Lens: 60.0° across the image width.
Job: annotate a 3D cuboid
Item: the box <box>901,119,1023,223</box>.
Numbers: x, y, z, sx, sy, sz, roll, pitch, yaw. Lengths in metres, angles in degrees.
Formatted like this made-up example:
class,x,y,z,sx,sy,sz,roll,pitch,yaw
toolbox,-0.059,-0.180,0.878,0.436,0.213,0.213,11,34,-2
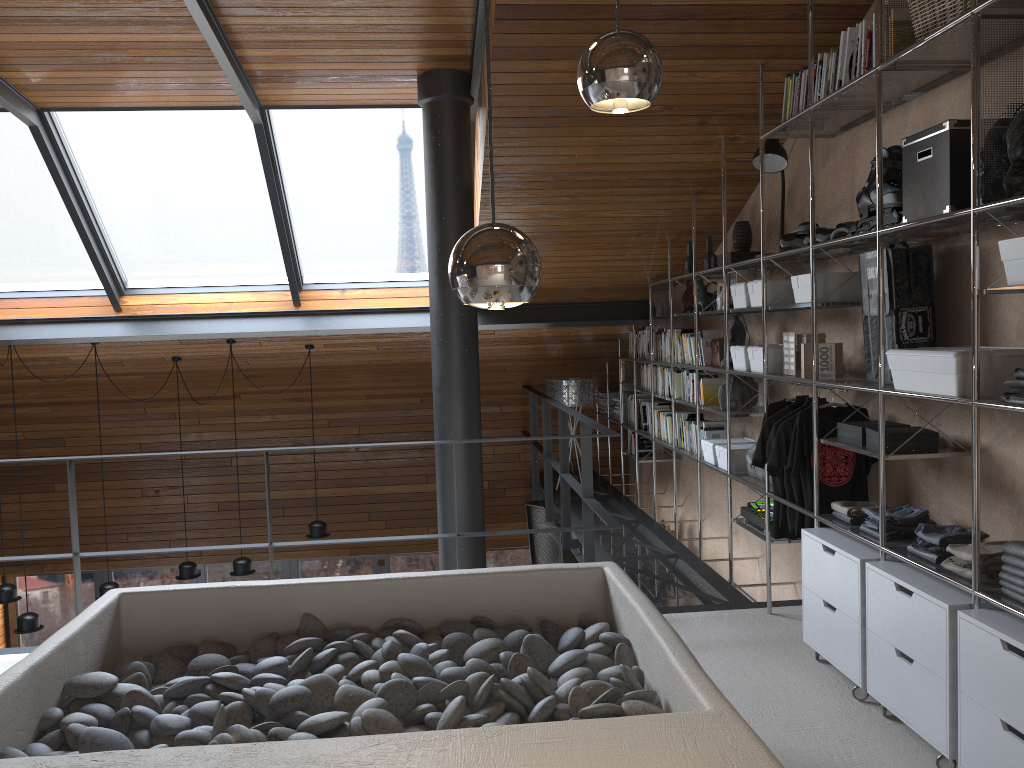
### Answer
class,x,y,z,sx,sy,sz,roll,pitch,yaw
box,1.494,-0.698,2.942,0.266,0.295,0.289,-2,3,-5

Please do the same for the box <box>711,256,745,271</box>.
class,x,y,z,sx,sy,sz,roll,pitch,yaw
box,1.299,-0.721,5.289,0.208,0.079,0.207,-1,3,8

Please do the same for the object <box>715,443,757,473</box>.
class,x,y,z,sx,sy,sz,roll,pitch,yaw
object,1.341,0.422,5.093,0.295,0.136,0.228,-2,3,-5

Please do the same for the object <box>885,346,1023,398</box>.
class,x,y,z,sx,sy,sz,roll,pitch,yaw
object,1.518,-0.046,2.967,0.343,0.147,0.445,-2,3,-5

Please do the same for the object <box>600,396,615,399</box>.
class,x,y,z,sx,sy,sz,roll,pitch,yaw
object,1.001,0.123,8.746,0.233,0.021,0.174,-2,3,-5

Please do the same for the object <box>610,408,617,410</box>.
class,x,y,z,sx,sy,sz,roll,pitch,yaw
object,1.042,0.231,8.473,0.228,0.016,0.182,-2,3,-5

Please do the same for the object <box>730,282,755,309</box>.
class,x,y,z,sx,sy,sz,roll,pitch,yaw
object,1.344,-0.476,4.742,0.295,0.136,0.228,-2,3,-5

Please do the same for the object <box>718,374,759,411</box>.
class,x,y,z,sx,sy,sz,roll,pitch,yaw
object,1.334,0.028,5.222,0.166,0.240,0.390,0,4,27

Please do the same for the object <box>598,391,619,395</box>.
class,x,y,z,sx,sy,sz,roll,pitch,yaw
object,0.992,0.088,8.755,0.246,0.016,0.182,-2,3,-5

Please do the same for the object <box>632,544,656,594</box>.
class,x,y,z,sx,sy,sz,roll,pitch,yaw
object,1.170,1.692,8.009,0.305,0.840,0.237,-2,3,-3

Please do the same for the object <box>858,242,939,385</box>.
class,x,y,z,sx,sy,sz,roll,pitch,yaw
object,1.511,-0.281,3.474,0.188,0.559,0.337,-2,3,0

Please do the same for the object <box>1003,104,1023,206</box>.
class,x,y,z,sx,sy,sz,roll,pitch,yaw
object,1.550,-0.687,2.585,0.212,0.319,0.157,-1,4,22

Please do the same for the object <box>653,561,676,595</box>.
class,x,y,z,sx,sy,sz,roll,pitch,yaw
object,1.169,1.477,6.807,0.208,0.280,0.131,-3,4,-23

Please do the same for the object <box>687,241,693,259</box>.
class,x,y,z,sx,sy,sz,roll,pitch,yaw
object,1.177,-0.885,5.854,0.029,0.114,0.084,-2,3,2

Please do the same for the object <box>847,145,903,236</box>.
class,x,y,z,sx,sy,sz,roll,pitch,yaw
object,1.457,-0.748,3.427,0.174,0.342,0.416,-2,3,-1

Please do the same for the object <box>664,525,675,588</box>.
class,x,y,z,sx,sy,sz,roll,pitch,yaw
object,1.279,1.364,7.073,0.215,0.458,0.328,-2,3,0

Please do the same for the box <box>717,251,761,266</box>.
class,x,y,z,sx,sy,sz,roll,pitch,yaw
box,1.311,-0.709,5.072,0.208,0.079,0.207,-2,3,-8

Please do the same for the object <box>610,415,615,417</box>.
class,x,y,z,sx,sy,sz,roll,pitch,yaw
object,1.025,0.294,8.496,0.201,0.012,0.161,-2,3,-5

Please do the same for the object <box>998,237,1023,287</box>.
class,x,y,z,sx,sy,sz,roll,pitch,yaw
object,1.571,-0.341,2.377,0.289,0.135,0.437,-2,3,-5

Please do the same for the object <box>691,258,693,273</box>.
class,x,y,z,sx,sy,sz,roll,pitch,yaw
object,1.193,-0.767,5.813,0.029,0.117,0.086,-1,3,15

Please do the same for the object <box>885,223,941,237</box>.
class,x,y,z,sx,sy,sz,roll,pitch,yaw
object,1.595,-0.760,3.457,0.174,0.342,0.416,-2,3,0

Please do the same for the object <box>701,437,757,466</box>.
class,x,y,z,sx,sy,sz,roll,pitch,yaw
object,1.317,0.407,5.359,0.295,0.136,0.228,-2,3,-5

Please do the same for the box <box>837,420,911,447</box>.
class,x,y,z,sx,sy,sz,roll,pitch,yaw
box,1.480,0.201,3.636,0.208,0.079,0.207,-2,3,-6

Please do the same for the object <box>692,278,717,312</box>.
class,x,y,z,sx,sy,sz,roll,pitch,yaw
object,1.237,-0.562,5.612,0.197,0.220,0.102,-3,4,-21

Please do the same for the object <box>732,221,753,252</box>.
class,x,y,z,sx,sy,sz,roll,pitch,yaw
object,1.315,-0.836,5.060,0.115,0.177,0.115,-1,4,20

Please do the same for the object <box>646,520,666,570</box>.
class,x,y,z,sx,sy,sz,roll,pitch,yaw
object,1.200,1.348,7.517,0.207,0.442,0.328,-3,3,-12

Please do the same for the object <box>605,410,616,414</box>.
class,x,y,z,sx,sy,sz,roll,pitch,yaw
object,1.037,0.262,8.489,0.262,0.025,0.176,-2,3,-5

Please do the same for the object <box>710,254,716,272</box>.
class,x,y,z,sx,sy,sz,roll,pitch,yaw
object,1.262,-0.757,5.570,0.029,0.117,0.086,-1,4,20

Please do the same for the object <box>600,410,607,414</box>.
class,x,y,z,sx,sy,sz,roll,pitch,yaw
object,1.002,0.273,8.753,0.234,0.025,0.176,-2,3,-5

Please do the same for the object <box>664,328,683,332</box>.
class,x,y,z,sx,sy,sz,roll,pitch,yaw
object,1.187,-0.289,6.486,0.146,0.240,0.023,-2,3,-5

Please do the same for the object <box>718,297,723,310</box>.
class,x,y,z,sx,sy,sz,roll,pitch,yaw
object,1.209,-0.465,5.130,0.037,0.077,0.037,-3,3,-19

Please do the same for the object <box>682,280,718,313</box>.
class,x,y,z,sx,sy,sz,roll,pitch,yaw
object,1.244,-0.577,5.815,0.278,0.222,0.138,1,4,41

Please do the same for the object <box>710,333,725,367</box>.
class,x,y,z,sx,sy,sz,roll,pitch,yaw
object,1.287,-0.207,5.371,0.227,0.202,0.082,-5,5,-44

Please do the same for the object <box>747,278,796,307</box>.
class,x,y,z,sx,sy,sz,roll,pitch,yaw
object,1.367,-0.461,4.483,0.295,0.136,0.228,-2,3,-5

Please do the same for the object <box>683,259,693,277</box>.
class,x,y,z,sx,sy,sz,roll,pitch,yaw
object,1.174,-0.772,5.909,0.029,0.117,0.086,-3,4,-19

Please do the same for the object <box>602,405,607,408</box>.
class,x,y,z,sx,sy,sz,roll,pitch,yaw
object,1.013,0.216,8.758,0.216,0.012,0.161,-2,3,-5

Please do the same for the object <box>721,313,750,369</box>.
class,x,y,z,sx,sy,sz,roll,pitch,yaw
object,1.289,-0.239,5.137,0.157,0.339,0.229,-1,4,22

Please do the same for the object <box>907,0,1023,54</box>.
class,x,y,z,sx,sy,sz,roll,pitch,yaw
object,1.484,-1.224,2.885,0.262,0.198,0.417,-2,3,-5

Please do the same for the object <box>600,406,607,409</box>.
class,x,y,z,sx,sy,sz,roll,pitch,yaw
object,0.999,0.229,8.751,0.243,0.012,0.159,-2,3,-5

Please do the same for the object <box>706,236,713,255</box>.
class,x,y,z,sx,sy,sz,roll,pitch,yaw
object,1.250,-0.875,5.612,0.029,0.114,0.084,-1,3,7

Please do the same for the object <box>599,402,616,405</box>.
class,x,y,z,sx,sy,sz,roll,pitch,yaw
object,0.997,0.186,8.732,0.246,0.016,0.182,-2,3,-5

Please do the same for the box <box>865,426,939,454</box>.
class,x,y,z,sx,sy,sz,roll,pitch,yaw
box,1.493,0.215,3.403,0.208,0.079,0.207,-1,3,7

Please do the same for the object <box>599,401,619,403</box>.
class,x,y,z,sx,sy,sz,roll,pitch,yaw
object,0.997,0.171,8.732,0.246,0.016,0.182,-2,3,-5

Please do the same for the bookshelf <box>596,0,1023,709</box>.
class,x,y,z,sx,sy,sz,roll,pitch,yaw
bookshelf,1.539,0.816,3.577,0.421,6.219,10.739,-2,3,-5

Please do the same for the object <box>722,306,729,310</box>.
class,x,y,z,sx,sy,sz,roll,pitch,yaw
object,1.223,-0.481,5.080,0.037,0.114,0.037,-3,3,-19

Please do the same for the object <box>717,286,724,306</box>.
class,x,y,z,sx,sy,sz,roll,pitch,yaw
object,1.256,-0.508,5.240,0.091,0.146,0.091,0,4,29

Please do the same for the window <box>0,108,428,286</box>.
class,x,y,z,sx,sy,sz,roll,pitch,yaw
window,-2.249,-1.261,6.087,3.818,1.031,1.213,-2,3,-5

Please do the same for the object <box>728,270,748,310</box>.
class,x,y,z,sx,sy,sz,roll,pitch,yaw
object,1.283,-0.532,5.042,0.062,0.219,0.157,-2,3,-5

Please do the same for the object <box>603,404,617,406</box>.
class,x,y,z,sx,sy,sz,roll,pitch,yaw
object,1.009,0.202,8.748,0.224,0.017,0.167,-2,3,-5

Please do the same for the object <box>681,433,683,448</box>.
class,x,y,z,sx,sy,sz,roll,pitch,yaw
object,1.225,0.343,6.078,0.131,0.180,0.042,-2,3,-6

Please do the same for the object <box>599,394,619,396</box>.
class,x,y,z,sx,sy,sz,roll,pitch,yaw
object,0.993,0.105,8.745,0.246,0.016,0.182,-2,3,-5

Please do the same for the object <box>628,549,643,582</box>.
class,x,y,z,sx,sy,sz,roll,pitch,yaw
object,1.124,1.655,8.272,0.244,0.879,0.244,0,4,23

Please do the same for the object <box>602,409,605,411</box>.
class,x,y,z,sx,sy,sz,roll,pitch,yaw
object,1.015,0.254,8.753,0.216,0.013,0.161,-2,3,-5

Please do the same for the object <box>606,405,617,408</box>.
class,x,y,z,sx,sy,sz,roll,pitch,yaw
object,1.016,0.215,8.494,0.203,0.013,0.161,-2,3,-5

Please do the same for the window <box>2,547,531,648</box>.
class,x,y,z,sx,sy,sz,roll,pitch,yaw
window,-2.337,2.464,9.443,5.936,1.522,0.101,-2,3,-5

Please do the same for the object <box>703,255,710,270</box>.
class,x,y,z,sx,sy,sz,roll,pitch,yaw
object,1.252,-0.763,5.667,0.029,0.117,0.086,-3,3,-15

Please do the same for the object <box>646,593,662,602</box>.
class,x,y,z,sx,sy,sz,roll,pitch,yaw
object,1.144,1.923,7.540,0.219,0.440,0.462,-2,3,-5

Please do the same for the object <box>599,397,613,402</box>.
class,x,y,z,sx,sy,sz,roll,pitch,yaw
object,0.993,0.148,8.730,0.252,0.028,0.180,-2,3,-5
